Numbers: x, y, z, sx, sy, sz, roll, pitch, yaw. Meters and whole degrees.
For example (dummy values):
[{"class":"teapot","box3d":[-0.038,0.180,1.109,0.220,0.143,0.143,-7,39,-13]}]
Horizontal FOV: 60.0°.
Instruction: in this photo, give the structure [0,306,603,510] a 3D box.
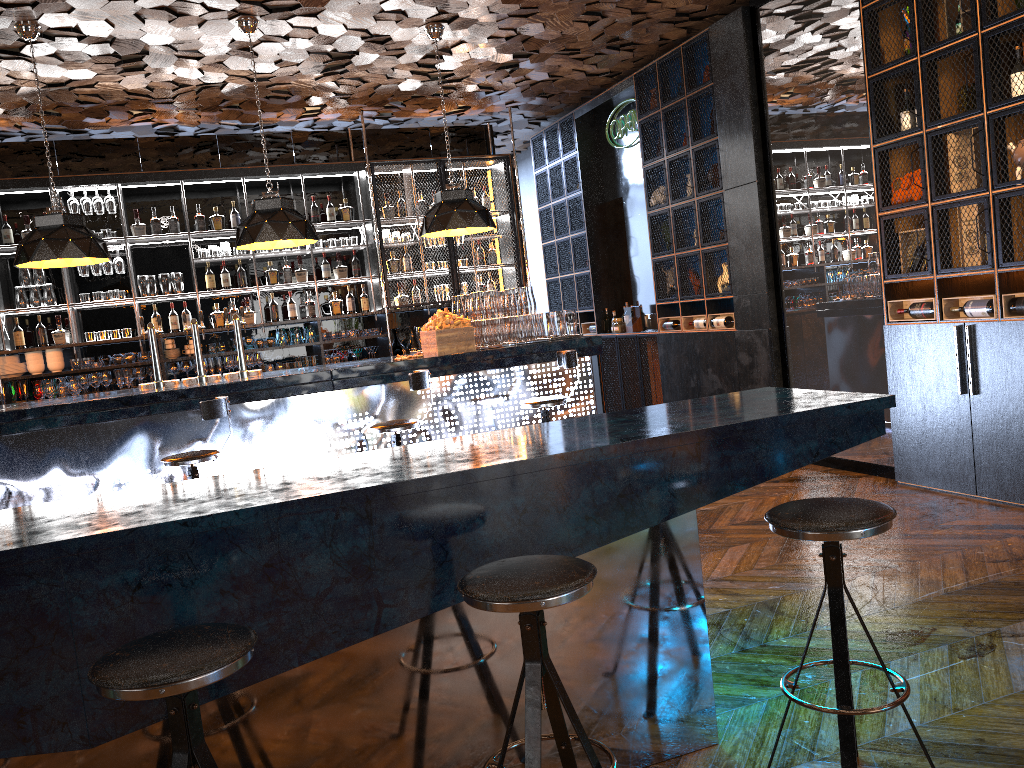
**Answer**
[{"class":"structure","box3d":[-2.307,0.335,6.146,6.009,1.685,1.214,-8,5,-20]}]

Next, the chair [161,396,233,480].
[{"class":"chair","box3d":[-1.802,0.650,5.147,0.476,1.108,0.419,-7,5,-5]}]

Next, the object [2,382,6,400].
[{"class":"object","box3d":[-4.584,0.104,7.999,0.073,0.229,0.073,-9,5,-31]}]

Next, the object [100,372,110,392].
[{"class":"object","box3d":[-3.761,0.000,8.208,0.084,0.216,0.084,-5,5,23]}]

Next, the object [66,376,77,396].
[{"class":"object","box3d":[-4.021,0.039,8.117,0.082,0.213,0.082,-6,5,10]}]

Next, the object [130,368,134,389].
[{"class":"object","box3d":[-3.622,-0.034,8.425,0.092,0.218,0.092,-4,5,31]}]

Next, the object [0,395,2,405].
[{"class":"object","box3d":[-4.647,0.106,8.057,0.073,0.229,0.073,-9,5,-31]}]

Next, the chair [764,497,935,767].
[{"class":"chair","box3d":[0.869,0.721,2.340,0.419,0.813,0.419,-9,5,-25]}]

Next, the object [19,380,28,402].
[{"class":"object","box3d":[-4.395,0.081,8.010,0.073,0.229,0.073,-9,5,-31]}]

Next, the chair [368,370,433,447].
[{"class":"chair","box3d":[-0.685,0.487,5.605,0.476,1.108,0.419,-7,5,-5]}]

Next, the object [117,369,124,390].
[{"class":"object","box3d":[-3.722,-0.028,8.445,0.071,0.226,0.071,-2,6,42]}]

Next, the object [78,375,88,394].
[{"class":"object","box3d":[-3.934,0.024,8.147,0.084,0.216,0.084,-9,5,-31]}]

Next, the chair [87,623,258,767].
[{"class":"chair","box3d":[-0.643,0.933,1.839,0.419,0.813,0.419,-9,5,-25]}]

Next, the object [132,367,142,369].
[{"class":"object","box3d":[-3.595,-0.047,8.550,0.092,0.218,0.092,-4,5,31]}]

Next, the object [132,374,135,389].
[{"class":"object","box3d":[-3.654,-0.038,8.528,0.092,0.218,0.092,-4,5,31]}]

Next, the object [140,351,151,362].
[{"class":"object","box3d":[-3.440,-0.258,8.320,0.095,0.096,0.095,-2,6,44]}]

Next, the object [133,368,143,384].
[{"class":"object","box3d":[-3.500,-0.040,8.327,0.092,0.218,0.092,-4,5,31]}]

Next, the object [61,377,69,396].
[{"class":"object","box3d":[-4.168,0.044,8.256,0.082,0.213,0.082,-5,5,12]}]

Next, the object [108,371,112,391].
[{"class":"object","box3d":[-3.855,-0.010,8.463,0.084,0.216,0.084,-6,5,3]}]

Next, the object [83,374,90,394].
[{"class":"object","box3d":[-4.025,0.014,8.400,0.084,0.216,0.084,-5,5,19]}]

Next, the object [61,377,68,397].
[{"class":"object","box3d":[-4.137,0.047,8.171,0.082,0.213,0.082,-10,6,-40]}]

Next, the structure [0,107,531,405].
[{"class":"structure","box3d":[-2.990,-0.718,8.495,6.750,3.553,1.143,-8,5,-20]}]

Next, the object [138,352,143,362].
[{"class":"object","box3d":[-3.500,-0.258,8.409,0.095,0.096,0.095,-8,5,-19]}]

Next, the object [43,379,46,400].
[{"class":"object","box3d":[-4.379,0.067,8.273,0.082,0.213,0.082,-11,6,-43]}]

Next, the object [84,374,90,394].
[{"class":"object","box3d":[-3.974,0.019,8.274,0.084,0.216,0.084,-7,5,-8]}]

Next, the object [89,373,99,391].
[{"class":"object","box3d":[-3.845,0.012,8.177,0.084,0.216,0.084,-7,5,-5]}]

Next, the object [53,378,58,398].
[{"class":"object","box3d":[-4.255,0.056,8.225,0.082,0.213,0.082,-6,5,1]}]

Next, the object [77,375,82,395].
[{"class":"object","box3d":[-4.105,0.028,8.373,0.082,0.213,0.082,-9,5,-29]}]

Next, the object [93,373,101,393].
[{"class":"object","box3d":[-3.888,0.007,8.302,0.084,0.216,0.084,-9,5,-27]}]

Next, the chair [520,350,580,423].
[{"class":"chair","box3d":[0.269,0.345,6.023,0.476,1.108,0.419,-7,5,-10]}]

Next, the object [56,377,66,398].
[{"class":"object","box3d":[-4.108,0.051,8.088,0.082,0.213,0.082,-5,5,13]}]

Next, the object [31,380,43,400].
[{"class":"object","box3d":[-4.289,0.076,8.023,0.082,0.213,0.082,-6,5,9]}]

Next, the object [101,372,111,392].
[{"class":"object","box3d":[-3.810,-0.005,8.336,0.084,0.216,0.084,-5,5,22]}]

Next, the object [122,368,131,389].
[{"class":"object","box3d":[-3.582,-0.030,8.265,0.071,0.226,0.071,-2,6,42]}]

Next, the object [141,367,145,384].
[{"class":"object","box3d":[-3.522,-0.046,8.435,0.092,0.218,0.092,-4,5,31]}]

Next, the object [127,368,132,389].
[{"class":"object","box3d":[-3.610,-0.033,8.341,0.071,0.226,0.071,-2,6,42]}]

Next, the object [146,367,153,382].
[{"class":"object","box3d":[-3.422,-0.055,8.415,0.071,0.217,0.071,-7,5,-12]}]

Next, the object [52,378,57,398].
[{"class":"object","box3d":[-4.289,0.054,8.304,0.082,0.213,0.082,-6,5,11]}]

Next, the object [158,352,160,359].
[{"class":"object","box3d":[-3.431,-0.274,8.513,0.095,0.096,0.095,-5,5,21]}]

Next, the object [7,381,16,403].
[{"class":"object","box3d":[-4.488,0.094,7.981,0.073,0.229,0.073,-9,5,-31]}]

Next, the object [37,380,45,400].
[{"class":"object","box3d":[-4.317,0.073,8.108,0.082,0.213,0.082,-9,5,-27]}]

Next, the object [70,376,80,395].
[{"class":"object","box3d":[-4.077,0.031,8.289,0.082,0.213,0.082,-9,5,-32]}]

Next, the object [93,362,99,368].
[{"class":"object","box3d":[-3.849,-0.177,8.200,0.049,0.048,0.044,-5,5,23]}]

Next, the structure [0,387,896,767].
[{"class":"structure","box3d":[-1.115,0.845,2.403,4.941,0.998,0.673,-8,5,-20]}]

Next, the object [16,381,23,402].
[{"class":"object","box3d":[-4.469,0.085,8.061,0.073,0.229,0.073,-9,5,-31]}]

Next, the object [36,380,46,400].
[{"class":"object","box3d":[-4.345,0.069,8.191,0.082,0.213,0.082,-4,5,30]}]

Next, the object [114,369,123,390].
[{"class":"object","box3d":[-3.663,-0.022,8.277,0.071,0.226,0.071,-2,6,42]}]

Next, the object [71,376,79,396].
[{"class":"object","box3d":[-4.047,0.034,8.205,0.082,0.213,0.082,-10,6,-39]}]

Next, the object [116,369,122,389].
[{"class":"object","box3d":[-3.759,-0.030,8.515,0.071,0.226,0.071,-2,6,42]}]

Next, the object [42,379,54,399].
[{"class":"object","box3d":[-4.206,0.065,8.053,0.082,0.213,0.082,-6,5,9]}]

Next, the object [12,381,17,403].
[{"class":"object","box3d":[-4.542,0.090,8.103,0.073,0.229,0.073,-9,5,-31]}]

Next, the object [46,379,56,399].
[{"class":"object","box3d":[-4.231,0.061,8.136,0.082,0.213,0.082,-11,6,-44]}]

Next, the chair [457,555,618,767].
[{"class":"chair","box3d":[0.078,0.831,2.088,0.419,0.813,0.419,-9,5,-25]}]

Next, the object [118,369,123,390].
[{"class":"object","box3d":[-3.694,-0.024,8.356,0.071,0.226,0.071,-2,6,42]}]

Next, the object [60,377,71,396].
[{"class":"object","box3d":[-4.197,0.041,8.341,0.082,0.213,0.082,-8,5,-20]}]

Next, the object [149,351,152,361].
[{"class":"object","box3d":[-3.399,-0.270,8.411,0.095,0.096,0.095,-6,5,4]}]

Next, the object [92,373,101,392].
[{"class":"object","box3d":[-3.937,0.002,8.426,0.084,0.216,0.084,-8,5,-21]}]
